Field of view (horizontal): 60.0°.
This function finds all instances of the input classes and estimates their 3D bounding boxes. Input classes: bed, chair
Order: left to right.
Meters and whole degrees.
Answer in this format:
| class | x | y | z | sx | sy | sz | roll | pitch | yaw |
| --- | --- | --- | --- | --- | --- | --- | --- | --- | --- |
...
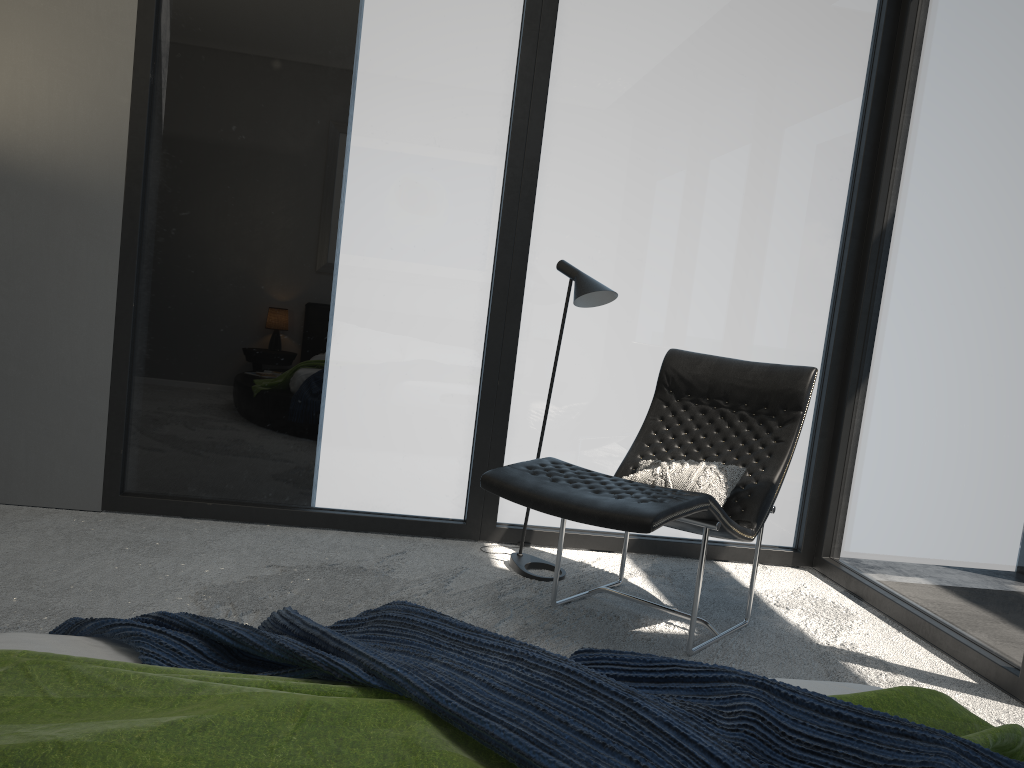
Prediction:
| class | x | y | z | sx | sy | sz | roll | pitch | yaw |
| --- | --- | --- | --- | --- | --- | --- | --- | --- | --- |
| bed | 0.028 | 0.556 | 0.701 | 2.756 | 0.936 | 2.610 | 6 | 5 | -8 |
| chair | 0.519 | 0.379 | 3.197 | 0.637 | 0.997 | 1.281 | 11 | 7 | 36 |

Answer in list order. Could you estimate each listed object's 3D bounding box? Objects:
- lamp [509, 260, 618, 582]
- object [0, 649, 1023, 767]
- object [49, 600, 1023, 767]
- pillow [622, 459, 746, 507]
| class | x | y | z | sx | sy | sz | roll | pitch | yaw |
| --- | --- | --- | --- | --- | --- | --- | --- | --- | --- |
| lamp | 0.200 | 0.149 | 3.621 | 0.202 | 1.303 | 0.383 | 1 | 8 | -45 |
| object | -0.041 | 0.585 | 1.177 | 2.303 | 0.343 | 0.644 | 6 | 5 | -9 |
| object | 0.097 | 0.649 | 1.302 | 2.150 | 0.569 | 0.685 | 10 | 6 | 33 |
| pillow | 0.601 | 0.376 | 3.300 | 0.441 | 0.199 | 0.313 | 10 | 6 | 32 |
